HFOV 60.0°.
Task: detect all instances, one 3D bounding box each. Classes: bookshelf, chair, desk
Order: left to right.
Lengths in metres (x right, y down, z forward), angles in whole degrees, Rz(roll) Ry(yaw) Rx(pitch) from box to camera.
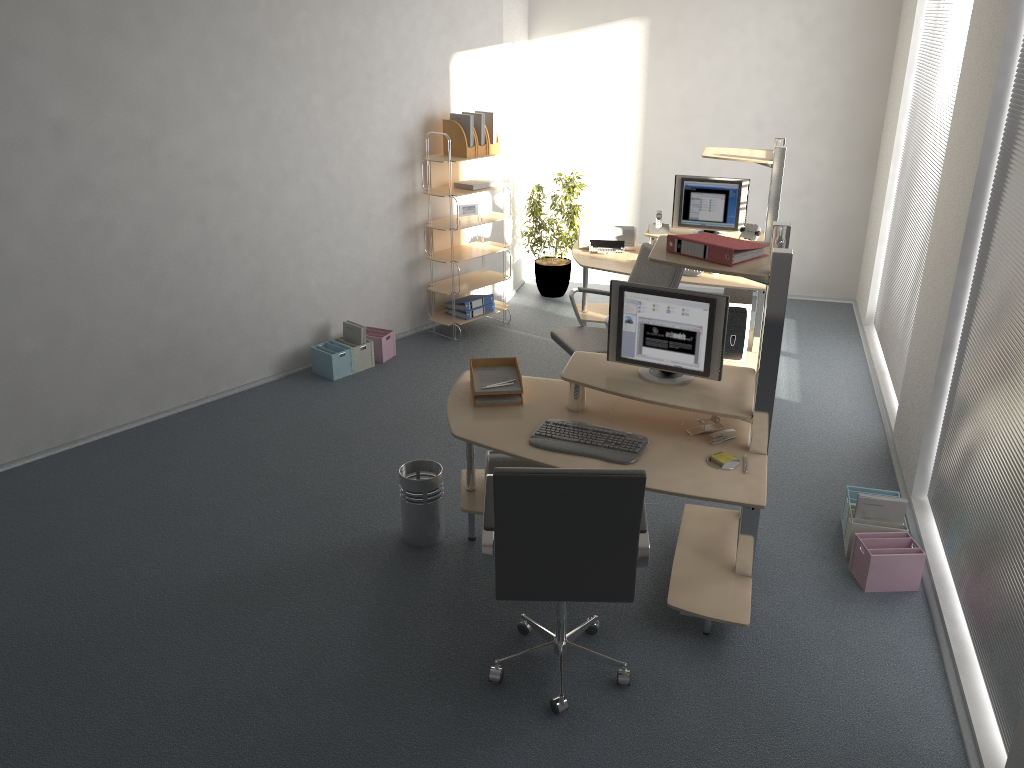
[{"bbox_3d":[-0.343,-1.183,6.934,0.381,1.572,0.724,20,30,39],"label":"bookshelf"},{"bbox_3d":[0.190,0.639,3.298,0.584,1.048,0.652,1,23,2],"label":"chair"},{"bbox_3d":[0.346,0.140,3.814,1.469,1.566,0.967,6,24,14],"label":"desk"},{"bbox_3d":[0.627,-0.277,5.457,0.652,1.048,0.584,-8,24,-17],"label":"chair"},{"bbox_3d":[1.089,-0.913,6.294,1.469,1.566,0.967,6,24,14],"label":"desk"}]

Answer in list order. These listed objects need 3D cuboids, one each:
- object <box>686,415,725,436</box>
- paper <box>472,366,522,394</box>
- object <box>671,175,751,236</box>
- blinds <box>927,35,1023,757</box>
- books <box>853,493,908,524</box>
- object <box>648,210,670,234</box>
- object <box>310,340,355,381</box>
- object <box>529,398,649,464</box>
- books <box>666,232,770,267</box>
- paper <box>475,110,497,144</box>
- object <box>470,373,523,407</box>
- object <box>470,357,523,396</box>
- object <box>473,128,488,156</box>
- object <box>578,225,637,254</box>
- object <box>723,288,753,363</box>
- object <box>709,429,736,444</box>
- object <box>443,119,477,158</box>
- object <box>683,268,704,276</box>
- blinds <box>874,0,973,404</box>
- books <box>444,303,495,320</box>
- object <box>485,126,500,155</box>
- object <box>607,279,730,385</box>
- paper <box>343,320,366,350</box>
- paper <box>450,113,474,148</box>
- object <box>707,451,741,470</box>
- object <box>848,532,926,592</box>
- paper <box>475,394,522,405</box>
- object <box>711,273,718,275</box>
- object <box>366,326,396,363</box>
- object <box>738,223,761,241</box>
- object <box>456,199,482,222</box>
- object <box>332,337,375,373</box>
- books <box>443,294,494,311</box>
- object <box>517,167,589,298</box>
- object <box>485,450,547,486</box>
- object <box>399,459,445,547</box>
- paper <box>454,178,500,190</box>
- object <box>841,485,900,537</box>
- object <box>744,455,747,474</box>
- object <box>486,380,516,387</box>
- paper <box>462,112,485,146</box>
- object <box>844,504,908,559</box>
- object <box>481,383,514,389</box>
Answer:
[{"bbox_3d":[0.828,0.170,3.785,0.159,0.064,0.054,-7,24,-16],"label":"object"},{"bbox_3d":[-0.076,-0.023,4.147,0.210,0.010,0.297,-2,23,-5],"label":"paper"},{"bbox_3d":[1.433,-1.277,6.340,0.516,0.418,0.245,13,26,28],"label":"object"},{"bbox_3d":[1.887,-0.333,3.155,0.022,2.770,1.950,6,24,14],"label":"blinds"},{"bbox_3d":[1.719,0.660,4.174,0.220,0.306,0.068,6,24,14],"label":"books"},{"bbox_3d":[1.071,-1.184,6.461,0.150,0.151,0.119,0,23,1],"label":"object"},{"bbox_3d":[-1.273,-0.164,6.299,0.245,0.202,0.185,19,30,38],"label":"object"},{"bbox_3d":[0.427,0.157,3.930,0.478,0.082,0.814,9,25,21],"label":"object"},{"bbox_3d":[0.838,-0.566,3.609,0.262,0.072,0.320,-20,30,-38],"label":"books"},{"bbox_3d":[-0.203,-1.927,6.778,0.045,0.297,0.213,-21,31,-40],"label":"paper"},{"bbox_3d":[-0.076,0.013,4.163,0.225,0.060,0.309,-2,23,-5],"label":"object"},{"bbox_3d":[-0.076,-0.039,4.141,0.225,0.060,0.309,-2,23,-5],"label":"object"},{"bbox_3d":[-0.306,-1.869,6.691,0.243,0.259,0.113,20,30,39],"label":"object"},{"bbox_3d":[0.710,-1.080,6.608,0.438,0.162,0.351,3,23,7],"label":"object"},{"bbox_3d":[1.576,-0.431,6.266,0.199,0.422,0.471,6,24,14],"label":"object"},{"bbox_3d":[0.880,0.216,3.704,0.134,0.042,0.022,-14,27,-30],"label":"object"},{"bbox_3d":[-0.388,-1.833,6.606,0.243,0.259,0.113,19,29,37],"label":"object"},{"bbox_3d":[1.202,-0.885,6.386,0.478,0.082,0.814,9,25,21],"label":"object"},{"bbox_3d":[2.630,-1.389,5.642,0.037,2.749,1.950,6,24,14],"label":"blinds"},{"bbox_3d":[-0.342,-0.614,7.154,0.262,0.072,0.320,20,30,39],"label":"books"},{"bbox_3d":[-0.217,-1.903,6.771,0.113,0.259,0.243,-21,31,-40],"label":"object"},{"bbox_3d":[0.699,-0.233,3.879,0.516,0.418,0.245,17,28,34],"label":"object"},{"bbox_3d":[-1.139,-0.287,6.408,0.220,0.306,0.068,20,30,38],"label":"paper"},{"bbox_3d":[-0.376,-1.857,6.613,0.213,0.297,0.045,19,29,37],"label":"paper"},{"bbox_3d":[0.845,0.299,3.529,0.132,0.026,0.132,6,24,14],"label":"object"},{"bbox_3d":[1.689,0.807,4.008,0.245,0.202,0.185,-1,23,-2],"label":"object"},{"bbox_3d":[-0.076,0.025,4.167,0.210,0.019,0.297,-2,23,-5],"label":"paper"},{"bbox_3d":[1.539,-0.864,6.327,0.168,0.088,0.742,7,24,16],"label":"object"},{"bbox_3d":[-1.019,-0.291,6.596,0.245,0.202,0.185,10,25,22],"label":"object"},{"bbox_3d":[1.648,-1.035,6.130,0.093,0.135,0.154,-17,28,-34],"label":"object"},{"bbox_3d":[-0.332,-1.341,6.843,0.192,0.161,0.077,-12,26,-26],"label":"object"},{"bbox_3d":[-1.149,-0.218,6.425,0.245,0.202,0.185,19,30,38],"label":"object"},{"bbox_3d":[-0.349,-0.668,7.139,0.263,0.100,0.320,20,30,39],"label":"books"},{"bbox_3d":[0.394,-1.329,7.833,0.544,1.147,0.644,21,31,40],"label":"object"},{"bbox_3d":[0.089,0.439,4.180,0.438,0.162,0.351,0,23,0],"label":"object"},{"bbox_3d":[-0.436,0.582,4.312,0.208,0.377,0.208,-13,26,-28],"label":"object"},{"bbox_3d":[-0.268,-1.544,6.846,0.213,0.046,0.297,20,30,38],"label":"paper"},{"bbox_3d":[1.772,0.649,4.379,0.245,0.202,0.185,6,24,14],"label":"object"},{"bbox_3d":[0.926,0.314,3.514,0.011,0.011,0.158,5,23,11],"label":"object"},{"bbox_3d":[-0.053,-0.002,4.074,0.159,0.009,0.008,-12,26,-27],"label":"object"},{"bbox_3d":[-0.293,-1.893,6.698,0.213,0.297,0.045,20,30,39],"label":"paper"},{"bbox_3d":[1.723,0.719,4.214,0.245,0.202,0.185,6,24,14],"label":"object"},{"bbox_3d":[-0.067,0.009,4.050,0.159,0.009,0.008,-8,24,-19],"label":"object"}]
